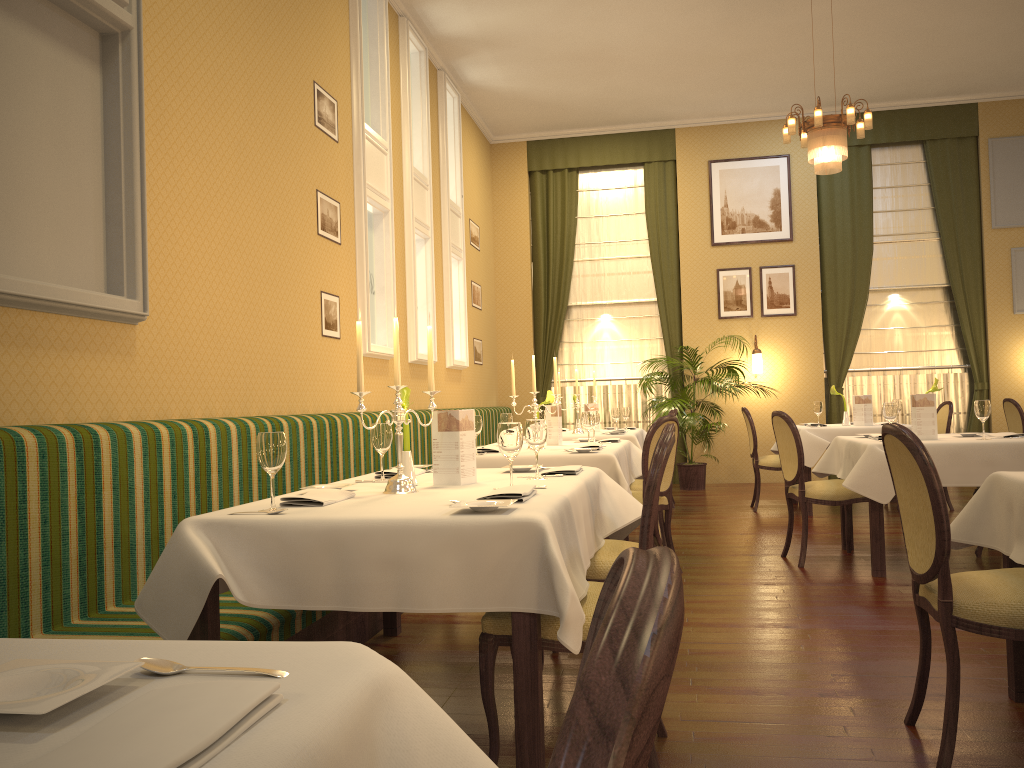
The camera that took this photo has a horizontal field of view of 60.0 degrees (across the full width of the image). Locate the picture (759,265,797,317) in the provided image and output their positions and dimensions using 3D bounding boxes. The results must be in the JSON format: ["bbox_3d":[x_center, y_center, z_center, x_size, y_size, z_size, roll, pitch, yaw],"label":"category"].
[{"bbox_3d":[3.225,-1.127,10.751,0.412,0.619,0.022,-2,-1,10],"label":"picture"}]

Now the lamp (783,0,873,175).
[{"bbox_3d":[2.316,-2.471,6.595,0.593,1.796,0.593,-2,-1,8],"label":"lamp"}]

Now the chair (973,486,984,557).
[{"bbox_3d":[3.178,0.593,5.343,0.571,0.955,0.530,-2,-1,-10],"label":"chair"}]

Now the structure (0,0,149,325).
[{"bbox_3d":[-1.729,-1.806,3.298,0.200,3.103,0.956,-2,-1,10],"label":"structure"}]

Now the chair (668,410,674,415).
[{"bbox_3d":[1.179,0.716,7.933,0.571,0.955,0.530,-2,-1,10],"label":"chair"}]

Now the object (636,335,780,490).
[{"bbox_3d":[2.155,0.322,10.296,1.496,1.807,1.552,-2,-1,-9],"label":"object"}]

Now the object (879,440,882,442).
[{"bbox_3d":[2.263,0.334,5.225,0.185,0.010,0.017,-2,-1,12],"label":"object"}]

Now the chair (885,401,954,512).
[{"bbox_3d":[3.655,0.639,7.967,0.571,0.955,0.530,-2,-1,10],"label":"chair"}]

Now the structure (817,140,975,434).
[{"bbox_3d":[4.654,-1.111,10.667,1.900,4.511,0.134,-2,-1,10],"label":"structure"}]

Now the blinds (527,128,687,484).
[{"bbox_3d":[1.192,-1.003,11.187,1.934,4.537,0.225,-2,-1,9],"label":"blinds"}]

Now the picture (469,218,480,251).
[{"bbox_3d":[-0.433,-1.729,10.308,0.008,0.294,0.504,-2,-1,10],"label":"picture"}]

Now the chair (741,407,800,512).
[{"bbox_3d":[2.443,0.683,8.240,0.571,0.955,0.530,-2,-1,10],"label":"chair"}]

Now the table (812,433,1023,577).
[{"bbox_3d":[2.653,0.707,5.452,1.389,0.759,1.395,-2,-1,12],"label":"table"}]

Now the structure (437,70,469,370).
[{"bbox_3d":[-0.657,-1.645,9.157,0.200,2.985,0.670,-2,-1,10],"label":"structure"}]

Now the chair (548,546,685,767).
[{"bbox_3d":[-0.168,0.586,0.545,0.571,0.955,0.530,-2,-1,10],"label":"chair"}]

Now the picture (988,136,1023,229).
[{"bbox_3d":[6.053,-2.353,10.251,0.966,1.057,0.027,-2,-1,10],"label":"picture"}]

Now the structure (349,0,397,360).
[{"bbox_3d":[-1.100,-1.687,6.731,0.200,2.985,0.687,-2,-1,10],"label":"structure"}]

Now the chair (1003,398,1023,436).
[{"bbox_3d":[5.216,0.609,8.784,0.571,0.955,0.530,-2,-1,10],"label":"chair"}]

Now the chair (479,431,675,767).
[{"bbox_3d":[0.209,0.623,2.618,0.571,0.955,0.530,-2,-1,10],"label":"chair"}]

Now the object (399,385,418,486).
[{"bbox_3d":[-0.397,0.190,3.317,0.076,0.375,0.163,-2,-1,-8],"label":"object"}]

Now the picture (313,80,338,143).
[{"bbox_3d":[-1.236,-1.806,5.906,0.008,0.294,0.401,-2,-1,10],"label":"picture"}]

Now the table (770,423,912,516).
[{"bbox_3d":[3.137,0.754,8.106,1.389,0.759,1.395,-2,-1,12],"label":"table"}]

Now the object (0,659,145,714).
[{"bbox_3d":[-0.487,0.313,0.893,0.160,0.024,0.160,-2,-1,10],"label":"object"}]

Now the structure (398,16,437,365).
[{"bbox_3d":[-0.885,-1.667,7.908,0.200,2.985,0.661,-2,-1,10],"label":"structure"}]

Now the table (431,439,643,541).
[{"bbox_3d":[0.276,0.792,5.887,1.385,0.759,2.152,-2,-1,10],"label":"table"}]

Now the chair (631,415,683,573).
[{"bbox_3d":[0.706,0.670,5.305,0.571,0.955,0.530,-3,-2,35],"label":"chair"}]

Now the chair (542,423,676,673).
[{"bbox_3d":[0.360,0.637,3.440,0.571,0.955,0.530,-2,-1,10],"label":"chair"}]

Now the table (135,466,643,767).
[{"bbox_3d":[-0.210,0.746,3.227,1.385,0.759,2.152,-2,-1,10],"label":"table"}]

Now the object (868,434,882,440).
[{"bbox_3d":[2.318,0.330,5.509,0.142,0.033,0.273,-2,-1,10],"label":"object"}]

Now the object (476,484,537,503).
[{"bbox_3d":[-0.013,0.338,2.726,0.142,0.033,0.273,-2,-1,10],"label":"object"}]

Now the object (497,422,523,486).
[{"bbox_3d":[-0.004,0.242,2.919,0.088,0.229,0.088,-1,-2,-32],"label":"object"}]

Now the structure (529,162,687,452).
[{"bbox_3d":[1.212,-0.988,11.299,1.942,4.511,0.123,-2,-1,10],"label":"structure"}]

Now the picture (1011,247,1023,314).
[{"bbox_3d":[6.055,-1.200,10.230,0.512,0.769,0.027,-2,-1,10],"label":"picture"}]

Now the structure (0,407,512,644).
[{"bbox_3d":[-1.070,0.664,4.115,0.850,1.031,14.516,-2,-1,10],"label":"structure"}]

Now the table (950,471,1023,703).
[{"bbox_3d":[2.106,0.655,2.461,1.389,0.759,1.395,-2,-1,12],"label":"table"}]

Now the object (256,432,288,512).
[{"bbox_3d":[-0.703,0.256,2.600,0.088,0.229,0.088,-1,-2,-32],"label":"object"}]

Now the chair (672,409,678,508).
[{"bbox_3d":[1.363,0.730,8.755,0.571,0.955,0.530,-2,-1,10],"label":"chair"}]

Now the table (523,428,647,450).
[{"bbox_3d":[0.761,0.839,8.542,1.385,0.759,2.152,-2,-1,10],"label":"table"}]

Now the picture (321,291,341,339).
[{"bbox_3d":[-1.197,-0.451,5.857,0.008,0.294,0.313,-2,-1,10],"label":"picture"}]

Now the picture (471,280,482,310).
[{"bbox_3d":[-0.410,-1.025,10.291,0.008,0.294,0.504,-2,-1,10],"label":"picture"}]

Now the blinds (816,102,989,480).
[{"bbox_3d":[4.640,-1.126,10.549,1.878,4.537,0.129,-2,-1,10],"label":"blinds"}]

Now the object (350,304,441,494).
[{"bbox_3d":[-0.391,0.048,3.041,0.131,0.655,0.390,-3,-2,30],"label":"object"}]

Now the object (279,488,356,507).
[{"bbox_3d":[-0.609,0.359,2.800,0.142,0.033,0.273,-2,-1,10],"label":"object"}]

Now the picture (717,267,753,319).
[{"bbox_3d":[2.724,-1.109,10.842,0.412,0.619,0.022,-2,-1,10],"label":"picture"}]

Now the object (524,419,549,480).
[{"bbox_3d":[0.094,0.250,3.400,0.088,0.229,0.088,-1,-2,-32],"label":"object"}]

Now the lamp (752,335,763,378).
[{"bbox_3d":[2.910,-0.334,10.638,0.114,0.513,0.323,-2,-1,0],"label":"lamp"}]

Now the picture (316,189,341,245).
[{"bbox_3d":[-1.214,-1.102,5.890,0.008,0.294,0.401,-2,-1,10],"label":"picture"}]

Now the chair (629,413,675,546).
[{"bbox_3d":[0.847,0.684,6.107,0.571,0.955,0.530,-2,-1,10],"label":"chair"}]

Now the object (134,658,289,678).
[{"bbox_3d":[-0.334,0.314,0.980,0.181,0.015,0.038,-2,-1,12],"label":"object"}]

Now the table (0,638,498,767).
[{"bbox_3d":[-0.738,0.695,0.332,1.385,0.759,2.152,-2,-1,10],"label":"table"}]

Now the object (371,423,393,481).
[{"bbox_3d":[-0.522,0.273,3.564,0.088,0.229,0.088,-1,-2,-32],"label":"object"}]

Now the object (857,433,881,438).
[{"bbox_3d":[2.336,0.338,5.779,0.160,0.024,0.160,-2,-1,10],"label":"object"}]

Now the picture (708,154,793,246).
[{"bbox_3d":[2.909,-2.241,10.824,0.966,1.057,0.027,-2,-1,10],"label":"picture"}]

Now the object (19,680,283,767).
[{"bbox_3d":[-0.320,0.306,0.756,0.142,0.024,0.273,-2,-1,10],"label":"object"}]

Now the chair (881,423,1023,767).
[{"bbox_3d":[1.413,0.584,2.595,0.571,0.955,0.530,-2,-1,10],"label":"chair"}]

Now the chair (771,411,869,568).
[{"bbox_3d":[1.958,0.637,5.595,0.571,0.955,0.530,-2,-1,0],"label":"chair"}]

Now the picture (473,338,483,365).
[{"bbox_3d":[-0.392,-0.374,10.263,0.008,0.294,0.437,-2,-1,10],"label":"picture"}]

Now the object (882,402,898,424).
[{"bbox_3d":[2.266,0.226,5.311,0.088,0.229,0.088,-1,-2,-38],"label":"object"}]

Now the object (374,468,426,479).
[{"bbox_3d":[-0.471,0.377,3.761,0.142,0.033,0.273,-2,-1,10],"label":"object"}]
